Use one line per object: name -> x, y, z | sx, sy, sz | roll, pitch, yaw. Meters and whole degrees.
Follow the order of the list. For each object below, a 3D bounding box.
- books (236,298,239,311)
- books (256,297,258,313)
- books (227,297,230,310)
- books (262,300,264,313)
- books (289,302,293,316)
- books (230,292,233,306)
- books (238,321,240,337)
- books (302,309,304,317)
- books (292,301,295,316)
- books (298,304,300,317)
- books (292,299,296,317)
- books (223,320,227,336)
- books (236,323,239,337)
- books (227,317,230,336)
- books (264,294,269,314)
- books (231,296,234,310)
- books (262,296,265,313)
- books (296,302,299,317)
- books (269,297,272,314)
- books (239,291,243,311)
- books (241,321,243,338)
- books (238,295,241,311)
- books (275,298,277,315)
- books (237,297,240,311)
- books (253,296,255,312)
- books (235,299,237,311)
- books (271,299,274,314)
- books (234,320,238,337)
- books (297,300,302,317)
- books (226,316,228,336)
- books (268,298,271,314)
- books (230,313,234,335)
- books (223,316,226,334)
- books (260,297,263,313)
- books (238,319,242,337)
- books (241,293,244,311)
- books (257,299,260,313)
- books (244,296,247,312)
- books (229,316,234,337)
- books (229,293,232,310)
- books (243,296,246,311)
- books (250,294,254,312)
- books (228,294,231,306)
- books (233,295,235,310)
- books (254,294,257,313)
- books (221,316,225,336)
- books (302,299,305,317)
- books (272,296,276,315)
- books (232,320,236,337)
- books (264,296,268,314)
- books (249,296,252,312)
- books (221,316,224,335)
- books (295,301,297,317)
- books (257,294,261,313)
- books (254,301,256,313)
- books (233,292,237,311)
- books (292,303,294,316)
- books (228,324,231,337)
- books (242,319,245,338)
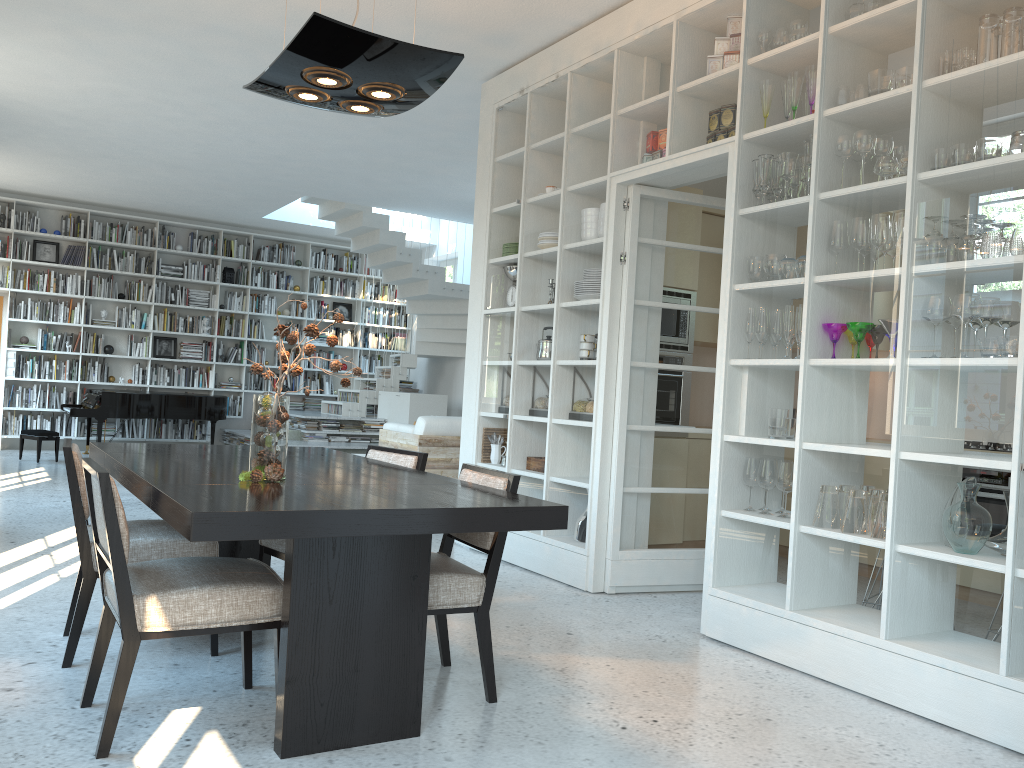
books -> -3.922, -1.124, 12.602 | 0.027, 0.196, 0.185 | 3, 0, -31
books -> -3.688, -1.129, 12.756 | 0.013, 0.236, 0.157 | 3, 0, -31
books -> -4.031, -1.126, 12.533 | 0.028, 0.185, 0.181 | 3, 0, -31
books -> -3.619, -1.103, 12.795 | 0.025, 0.194, 0.171 | 3, 0, -31
books -> -3.252, -1.091, 13.032 | 0.015, 0.220, 0.140 | 3, 0, -31
books -> -3.993, -1.168, 12.574 | 0.019, 0.275, 0.146 | 3, 0, -31
books -> -3.910, -0.776, 12.637 | 0.028, 0.239, 0.145 | 3, 0, -31
books -> -3.111, -1.075, 13.097 | 0.012, 0.206, 0.169 | 3, 0, -31
books -> -3.233, -1.096, 13.037 | 0.012, 0.232, 0.154 | 3, 0, -31
books -> -3.160, -1.076, 13.075 | 0.013, 0.202, 0.173 | 3, 0, -31
books -> -3.214, -1.112, 13.033 | 0.015, 0.267, 0.164 | 3, 0, -31
books -> -4.065, -0.782, 12.534 | 0.015, 0.232, 0.180 | 3, 0, -31
books -> -3.923, -0.759, 12.607 | 0.034, 0.204, 0.181 | 3, 0, -31
books -> -4.042, -0.804, 12.570 | 0.035, 0.278, 0.139 | 3, 0, -31
books -> -3.562, -1.150, 12.837 | 0.027, 0.295, 0.159 | 3, 0, -31
books -> -3.985, -1.133, 12.579 | 0.023, 0.207, 0.171 | 3, 0, -31
books -> -3.605, -1.133, 12.810 | 0.011, 0.257, 0.131 | 3, 0, -31
books -> -3.185, -1.090, 13.067 | 0.016, 0.228, 0.160 | 3, 0, -31
books -> -3.523, -1.130, 12.867 | 0.024, 0.262, 0.133 | 3, 0, -31
books -> -3.875, -1.169, 12.640 | 0.028, 0.293, 0.154 | 3, 0, -31
books -> -3.878, -0.777, 12.668 | 0.019, 0.248, 0.149 | 3, 0, -31
books -> -3.890, -1.140, 12.629 | 0.024, 0.234, 0.149 | 3, 0, -31
books -> -3.450, -1.121, 12.909 | 0.034, 0.254, 0.161 | 3, 0, -31
books -> -3.904, -1.130, 12.614 | 0.029, 0.211, 0.157 | 3, 0, -31
books -> -3.725, -1.137, 12.723 | 0.014, 0.248, 0.176 | 3, 0, -31
books -> -3.936, -1.124, 12.590 | 0.024, 0.195, 0.172 | 3, 0, -31
books -> -3.497, -1.114, 12.867 | 0.021, 0.232, 0.183 | 3, 0, -31
books -> -3.938, -0.779, 12.588 | 0.027, 0.242, 0.188 | 3, 0, -31
books -> -3.140, -1.102, 13.074 | 0.016, 0.257, 0.175 | 3, 0, -31
books -> -4.047, -0.812, 12.540 | 0.019, 0.294, 0.163 | 3, 0, -31
books -> -3.534, -1.123, 12.837 | 0.025, 0.245, 0.183 | 3, 0, -31
books -> -3.982, -0.830, 12.585 | 0.021, 0.337, 0.169 | 3, 0, -31
books -> -4.084, -0.814, 12.532 | 0.035, 0.293, 0.145 | 3, 0, -31
books -> -3.633, -1.126, 12.776 | 0.022, 0.237, 0.164 | 3, 0, -31
books -> -3.886, -0.787, 12.645 | 0.032, 0.266, 0.143 | 3, 0, -31
books -> -3.861, -1.160, 12.646 | 0.025, 0.277, 0.173 | 3, 0, -31
books -> -3.674, -1.117, 12.767 | 0.026, 0.216, 0.161 | 3, 0, -31
books -> -3.831, -1.138, 12.664 | 0.026, 0.238, 0.173 | 3, 0, -31
books -> -3.985, -0.808, 12.562 | 0.019, 0.293, 0.182 | 3, 0, -31
books -> -4.006, -1.156, 12.565 | 0.028, 0.250, 0.164 | 3, 0, -31
books -> -3.840, -1.135, 12.641 | 0.028, 0.230, 0.176 | 3, 0, -31
books -> -3.745, -1.153, 12.730 | 0.014, 0.278, 0.154 | 3, 0, -31
books -> -4.024, -1.154, 12.561 | 0.024, 0.242, 0.159 | 3, 0, -31
books -> -3.969, -1.147, 12.582 | 0.023, 0.236, 0.178 | 3, 0, -31
books -> -3.709, -1.153, 12.766 | 0.014, 0.284, 0.135 | 3, 0, -31
books -> -4.088, -0.814, 12.512 | 0.035, 0.293, 0.145 | 3, 0, -31
books -> -3.097, -1.110, 13.095 | 0.005, 0.278, 0.182 | 3, 0, -31
books -> -3.471, -1.132, 12.869 | 0.024, 0.272, 0.169 | 3, 0, -31
books -> -3.971, -0.786, 12.597 | 0.033, 0.253, 0.174 | 3, 0, -31
books -> -3.574, -1.135, 12.800 | 0.030, 0.263, 0.182 | 3, 0, -31
books -> -3.767, -1.137, 12.722 | 0.030, 0.242, 0.138 | 3, 0, -31
books -> -4.106, -0.816, 12.519 | 0.035, 0.293, 0.145 | 3, 0, -31
books -> -3.207, -1.100, 13.051 | 0.016, 0.244, 0.151 | 3, 0, -31
books -> -3.644, -1.148, 12.761 | 0.014, 0.280, 0.177 | 3, 0, -31
books -> -3.718, -1.102, 12.743 | 0.021, 0.179, 0.136 | 3, 0, -31
books -> -3.942, -1.165, 12.572 | 0.028, 0.275, 0.186 | 3, 0, -31
books -> -3.242, -1.083, 13.034 | 0.005, 0.205, 0.153 | 3, 0, -31
books -> -4.025, -0.754, 12.586 | 0.030, 0.181, 0.131 | 3, 0, -31
books -> -3.860, -0.787, 12.676 | 0.033, 0.268, 0.141 | 3, 0, -31
